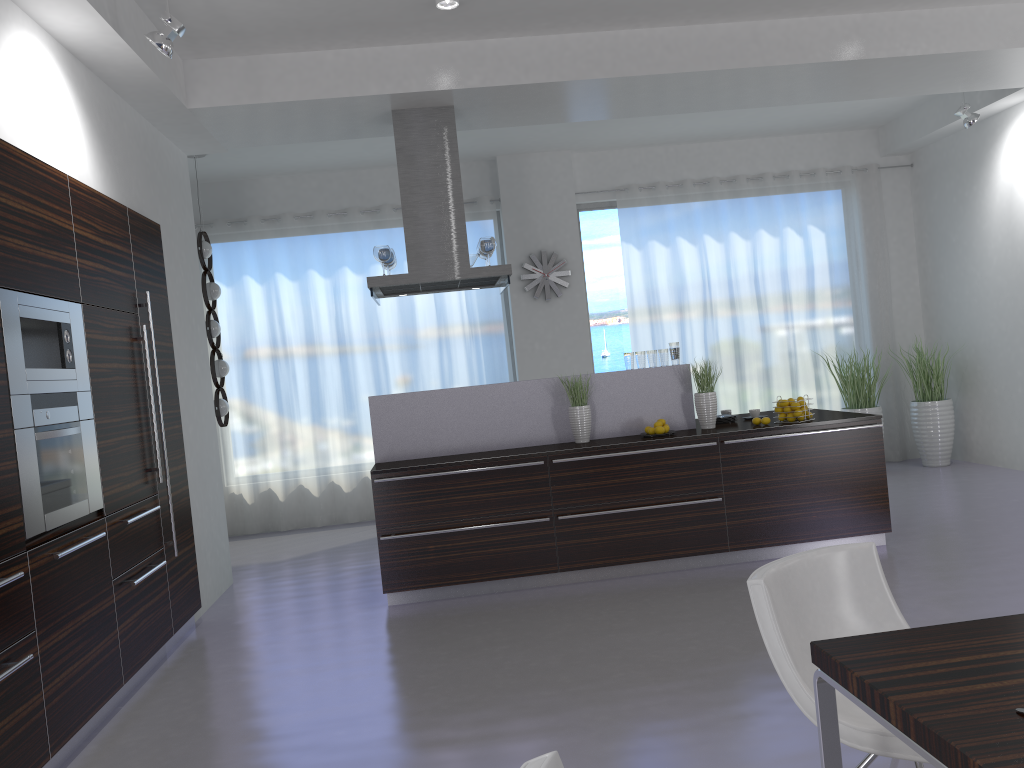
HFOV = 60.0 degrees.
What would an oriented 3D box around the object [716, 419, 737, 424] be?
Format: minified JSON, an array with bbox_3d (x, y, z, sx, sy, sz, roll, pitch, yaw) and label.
[{"bbox_3d":[1.490,0.270,6.354,0.232,0.020,0.232,-6,1,4],"label":"object"}]

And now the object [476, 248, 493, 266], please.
[{"bbox_3d":[-0.194,-0.920,6.532,0.125,0.221,0.125,-5,1,20],"label":"object"}]

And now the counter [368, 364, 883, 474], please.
[{"bbox_3d":[0.723,0.562,6.235,3.291,1.300,1.302,-6,1,-5],"label":"counter"}]

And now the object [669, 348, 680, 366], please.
[{"bbox_3d":[1.129,-0.189,6.134,0.072,0.119,0.071,-5,1,35],"label":"object"}]

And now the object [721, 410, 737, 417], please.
[{"bbox_3d":[1.597,0.229,6.614,0.153,0.069,0.153,-5,1,29],"label":"object"}]

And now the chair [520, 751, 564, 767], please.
[{"bbox_3d":[0.338,0.957,1.203,0.620,0.805,0.508,-6,1,-10],"label":"chair"}]

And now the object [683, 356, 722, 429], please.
[{"bbox_3d":[1.320,0.050,5.978,0.247,0.502,0.269,-5,2,38],"label":"object"}]

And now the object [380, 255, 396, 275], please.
[{"bbox_3d":[-0.900,-0.848,6.458,0.125,0.221,0.125,-5,1,20],"label":"object"}]

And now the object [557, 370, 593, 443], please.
[{"bbox_3d":[0.440,0.141,5.877,0.269,0.502,0.247,-6,1,-5],"label":"object"}]

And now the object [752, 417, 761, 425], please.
[{"bbox_3d":[1.628,0.248,5.893,0.053,0.051,0.063,-7,2,-36],"label":"object"}]

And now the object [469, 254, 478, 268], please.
[{"bbox_3d":[-0.310,-0.890,6.744,0.137,0.174,0.137,-7,2,-40],"label":"object"}]

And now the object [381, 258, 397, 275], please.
[{"bbox_3d":[-0.912,-0.849,6.604,0.125,0.221,0.125,-5,1,20],"label":"object"}]

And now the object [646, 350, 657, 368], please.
[{"bbox_3d":[0.968,-0.173,6.120,0.072,0.119,0.071,-5,1,35],"label":"object"}]

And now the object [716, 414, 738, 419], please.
[{"bbox_3d":[1.305,0.193,6.416,0.646,0.147,0.269,-5,1,20],"label":"object"}]

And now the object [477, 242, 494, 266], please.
[{"bbox_3d":[-0.181,-0.918,6.385,0.125,0.221,0.125,-5,1,20],"label":"object"}]

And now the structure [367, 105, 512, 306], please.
[{"bbox_3d":[-0.580,-1.256,6.443,0.981,1.231,0.915,-6,1,-5],"label":"structure"}]

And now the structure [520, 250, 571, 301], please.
[{"bbox_3d":[0.337,-1.085,8.847,0.505,0.505,0.076,-6,1,-5],"label":"structure"}]

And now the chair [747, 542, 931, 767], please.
[{"bbox_3d":[0.994,0.868,2.275,0.508,0.805,0.620,-7,1,-35],"label":"chair"}]

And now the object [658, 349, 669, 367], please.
[{"bbox_3d":[1.048,-0.181,6.127,0.072,0.119,0.071,-5,1,35],"label":"object"}]

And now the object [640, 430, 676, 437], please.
[{"bbox_3d":[0.968,0.331,5.862,0.232,0.020,0.232,-6,1,4],"label":"object"}]

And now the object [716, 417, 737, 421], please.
[{"bbox_3d":[1.488,0.250,6.354,0.232,0.020,0.232,-6,1,-1],"label":"object"}]

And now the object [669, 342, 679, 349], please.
[{"bbox_3d":[1.125,-0.228,6.133,0.072,0.119,0.071,-5,1,35],"label":"object"}]

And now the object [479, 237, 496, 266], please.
[{"bbox_3d":[-0.166,-0.916,6.228,0.125,0.221,0.125,-5,1,20],"label":"object"}]

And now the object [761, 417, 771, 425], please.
[{"bbox_3d":[1.673,0.244,5.848,0.063,0.051,0.053,-6,1,-1],"label":"object"}]

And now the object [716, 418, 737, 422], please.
[{"bbox_3d":[1.489,0.260,6.354,0.232,0.020,0.232,-6,1,4],"label":"object"}]

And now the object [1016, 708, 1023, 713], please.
[{"bbox_3d":[0.837,0.506,1.349,0.032,0.028,0.155,-6,1,-24],"label":"object"}]

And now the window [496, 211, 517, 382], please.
[{"bbox_3d":[-1.492,-0.380,9.034,3.000,2.500,0.100,-6,1,-5],"label":"window"}]

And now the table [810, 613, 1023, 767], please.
[{"bbox_3d":[1.719,0.826,1.374,2.046,0.783,1.127,-6,1,-5],"label":"table"}]

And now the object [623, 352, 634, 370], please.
[{"bbox_3d":[0.808,-0.157,6.106,0.071,0.119,0.072,-5,2,45],"label":"object"}]

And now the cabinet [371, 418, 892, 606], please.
[{"bbox_3d":[0.744,0.786,6.229,3.285,0.852,1.377,-6,1,-5],"label":"cabinet"}]

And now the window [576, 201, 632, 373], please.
[{"bbox_3d":[2.224,-0.761,9.356,3.000,2.500,0.100,-6,1,-5],"label":"window"}]

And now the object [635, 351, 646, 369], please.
[{"bbox_3d":[0.888,-0.165,6.113,0.072,0.119,0.071,-5,1,35],"label":"object"}]

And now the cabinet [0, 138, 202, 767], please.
[{"bbox_3d":[-2.181,0.305,3.710,0.669,2.500,3.600,-6,1,-5],"label":"cabinet"}]

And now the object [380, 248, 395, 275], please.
[{"bbox_3d":[-0.885,-0.846,6.301,0.125,0.221,0.125,-5,1,20],"label":"object"}]

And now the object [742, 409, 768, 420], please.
[{"bbox_3d":[1.750,0.219,6.388,0.153,0.069,0.153,-6,1,-31],"label":"object"}]
